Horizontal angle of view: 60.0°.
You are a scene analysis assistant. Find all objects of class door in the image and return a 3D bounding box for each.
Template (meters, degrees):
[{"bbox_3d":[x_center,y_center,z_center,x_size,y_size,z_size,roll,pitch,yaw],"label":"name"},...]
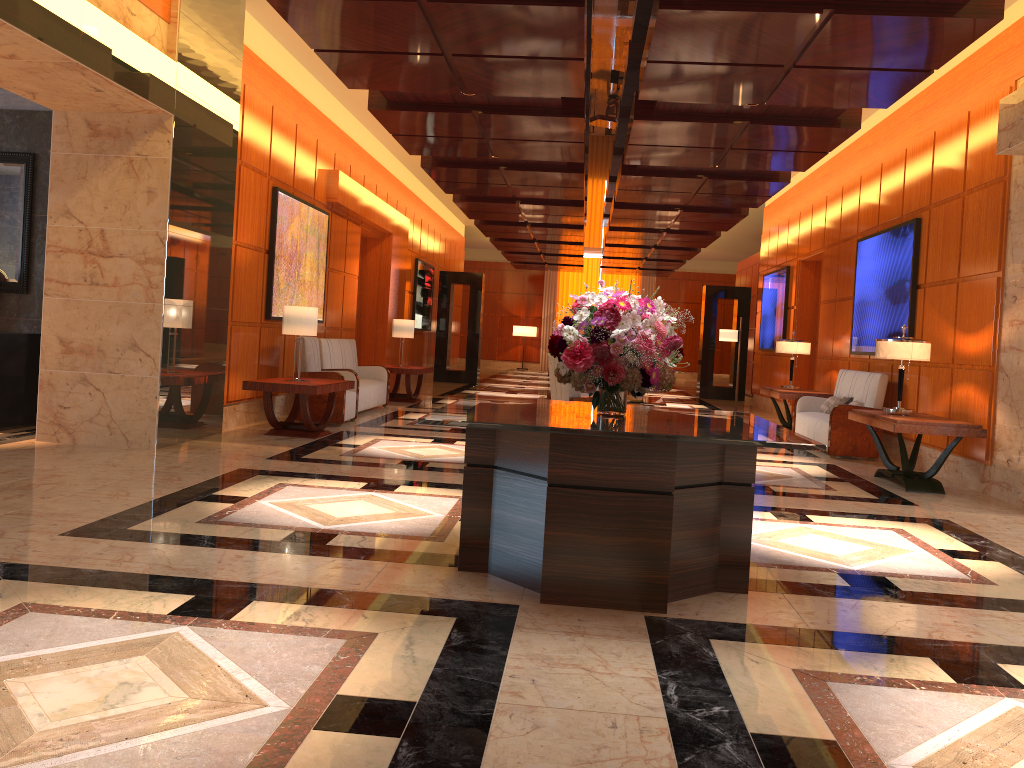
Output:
[{"bbox_3d":[-2.534,-1.135,14.364,0.340,2.650,1.501,3,1,4],"label":"door"},{"bbox_3d":[4.775,-0.675,13.798,0.340,2.650,1.539,3,1,4],"label":"door"}]

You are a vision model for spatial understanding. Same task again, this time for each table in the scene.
[{"bbox_3d":[-1.711,-0.001,13.850,0.725,0.534,1.168,4,3,7],"label":"table"},{"bbox_3d":[1.327,0.405,9.956,0.722,0.495,1.561,4,3,7],"label":"table"},{"bbox_3d":[0.461,0.520,4.280,1.600,0.744,1.602,4,3,4],"label":"table"},{"bbox_3d":[-2.112,0.235,8.856,0.725,0.534,1.168,4,3,7],"label":"table"},{"bbox_3d":[3.496,0.588,7.786,0.725,0.606,1.271,4,3,5],"label":"table"},{"bbox_3d":[3.835,0.389,11.995,0.725,0.606,1.271,4,3,5],"label":"table"}]

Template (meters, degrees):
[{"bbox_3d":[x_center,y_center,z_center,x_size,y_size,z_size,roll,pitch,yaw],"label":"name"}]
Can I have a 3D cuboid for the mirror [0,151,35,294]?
[{"bbox_3d":[-5.440,-1.575,8.467,1.767,1.338,0.029,4,1,5],"label":"mirror"}]

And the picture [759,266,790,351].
[{"bbox_3d":[4.740,-1.327,16.066,0.056,1.451,1.998,3,2,4],"label":"picture"}]

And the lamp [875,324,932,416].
[{"bbox_3d":[3.480,-0.129,7.918,0.459,0.809,0.459,4,1,14],"label":"lamp"}]

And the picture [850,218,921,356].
[{"bbox_3d":[4.270,-1.051,10.225,0.056,1.451,1.998,3,2,4],"label":"picture"}]

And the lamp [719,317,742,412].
[{"bbox_3d":[3.700,-0.294,14.796,0.526,1.660,0.360,3,1,-5],"label":"lamp"}]

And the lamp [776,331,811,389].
[{"bbox_3d":[3.814,-0.333,12.059,0.458,0.793,0.459,3,2,-34],"label":"lamp"}]

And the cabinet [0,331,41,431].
[{"bbox_3d":[-5.554,-0.094,8.119,2.190,0.867,0.784,4,2,5],"label":"cabinet"}]

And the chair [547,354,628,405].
[{"bbox_3d":[0.700,0.199,8.510,0.628,0.960,0.739,3,2,-17],"label":"chair"}]

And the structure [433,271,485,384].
[{"bbox_3d":[-1.191,-1.280,20.129,0.985,2.497,0.500,3,1,5],"label":"structure"}]

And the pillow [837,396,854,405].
[{"bbox_3d":[3.847,0.266,10.297,0.160,0.252,0.358,3,2,1],"label":"pillow"}]

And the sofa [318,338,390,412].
[{"bbox_3d":[-2.091,-0.117,11.664,0.613,0.931,1.800,3,2,5],"label":"sofa"}]

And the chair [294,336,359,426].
[{"bbox_3d":[-2.107,-0.046,10.043,0.628,0.960,0.738,3,2,3],"label":"chair"}]

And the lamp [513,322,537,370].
[{"bbox_3d":[0.411,-1.313,30.632,0.812,1.660,0.810,4,2,44],"label":"lamp"}]

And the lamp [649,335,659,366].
[{"bbox_3d":[5.033,-1.021,30.262,0.812,1.660,0.810,4,2,44],"label":"lamp"}]

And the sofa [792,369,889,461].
[{"bbox_3d":[3.774,0.301,10.284,0.613,0.931,1.800,3,2,5],"label":"sofa"}]

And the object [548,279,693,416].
[{"bbox_3d":[0.502,-0.182,4.290,0.649,0.658,0.681,3,2,-4],"label":"object"}]

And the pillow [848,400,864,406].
[{"bbox_3d":[3.776,0.299,9.854,0.202,0.229,0.273,4,2,7],"label":"pillow"}]

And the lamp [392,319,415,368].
[{"bbox_3d":[2.021,-0.144,8.598,0.335,0.734,13.022,3,3,-36],"label":"lamp"}]

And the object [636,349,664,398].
[{"bbox_3d":[1.426,-0.152,10.062,0.787,0.617,0.418,3,2,-18],"label":"object"}]

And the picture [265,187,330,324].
[{"bbox_3d":[-2.547,-1.476,10.673,0.056,1.451,1.998,3,2,4],"label":"picture"}]

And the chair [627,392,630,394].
[{"bbox_3d":[1.236,0.077,11.459,0.738,0.960,0.628,4,2,23],"label":"chair"}]

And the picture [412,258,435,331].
[{"bbox_3d":[-1.884,-1.866,18.908,0.056,1.451,1.998,3,2,4],"label":"picture"}]

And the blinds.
[{"bbox_3d":[2.988,-2.393,31.051,3.853,4.062,0.149,4,1,5],"label":"blinds"}]

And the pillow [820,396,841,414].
[{"bbox_3d":[3.853,0.253,10.733,0.195,0.227,0.344,4,2,9],"label":"pillow"}]
